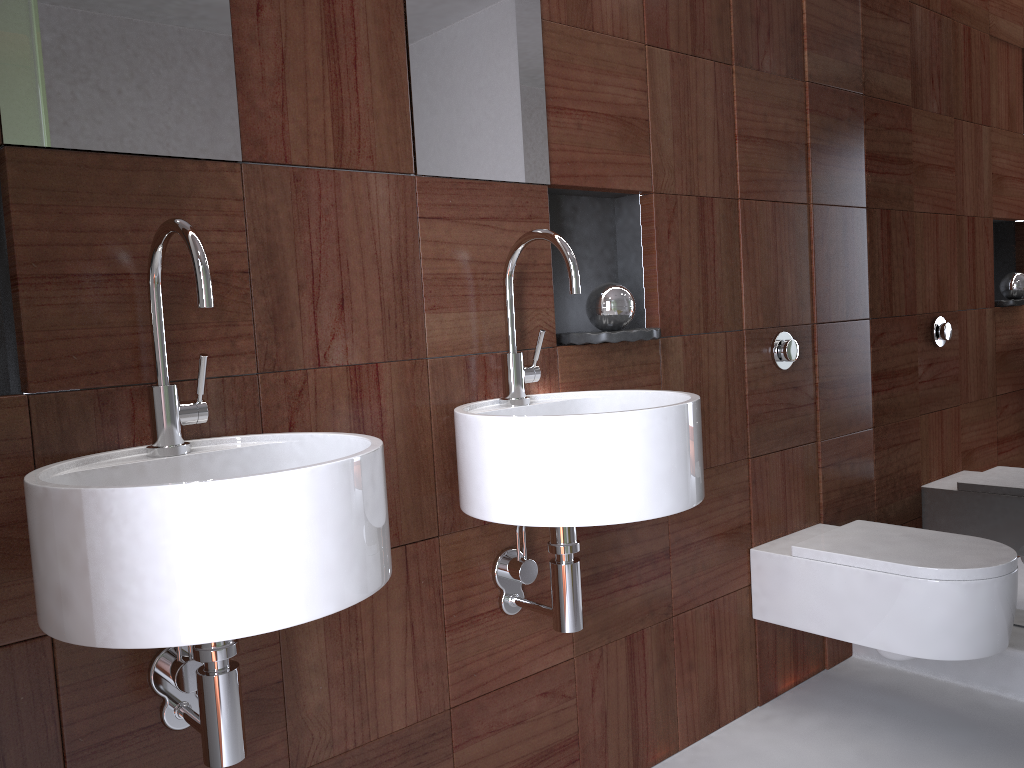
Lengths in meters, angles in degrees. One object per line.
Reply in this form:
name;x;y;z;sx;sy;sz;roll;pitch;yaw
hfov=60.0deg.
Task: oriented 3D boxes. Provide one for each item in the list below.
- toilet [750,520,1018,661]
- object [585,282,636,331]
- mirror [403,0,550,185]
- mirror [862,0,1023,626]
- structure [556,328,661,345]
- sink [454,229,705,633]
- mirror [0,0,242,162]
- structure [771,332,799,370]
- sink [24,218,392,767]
toilet;0.898;0.515;2.109;0.329;0.284;0.547;-7;5;-41
object;-0.265;-0.102;1.442;1.350;0.104;0.104;-7;5;-41
mirror;-0.066;-0.692;1.614;0.316;0.635;0.010;-7;5;-41
mirror;1.497;-0.447;2.006;0.019;2.183;1.433;-7;5;-41
structure;0.201;-0.100;1.862;0.222;0.023;0.220;0;5;39
sink;0.111;0.088;1.512;0.415;0.715;0.417;-7;5;-41
mirror;-0.544;-0.634;1.202;0.316;0.635;0.010;-7;5;-41
structure;0.703;-0.085;2.264;0.098;0.098;0.034;-7;5;-41
sink;-0.365;0.146;1.101;0.415;0.715;0.417;-7;5;-41
